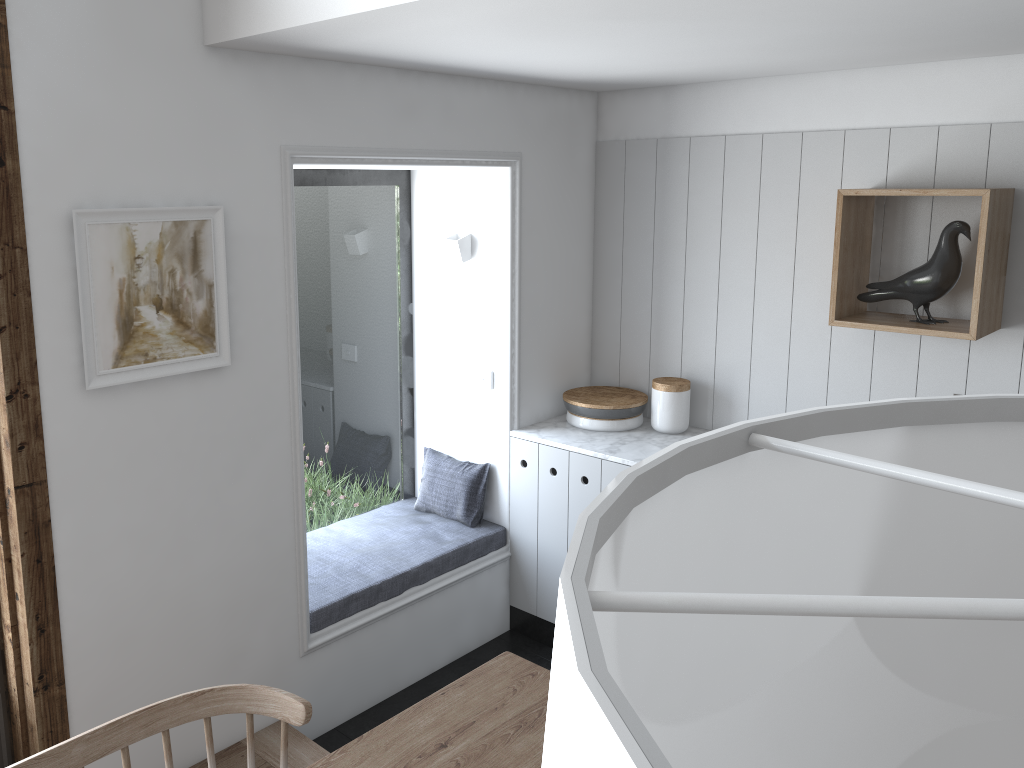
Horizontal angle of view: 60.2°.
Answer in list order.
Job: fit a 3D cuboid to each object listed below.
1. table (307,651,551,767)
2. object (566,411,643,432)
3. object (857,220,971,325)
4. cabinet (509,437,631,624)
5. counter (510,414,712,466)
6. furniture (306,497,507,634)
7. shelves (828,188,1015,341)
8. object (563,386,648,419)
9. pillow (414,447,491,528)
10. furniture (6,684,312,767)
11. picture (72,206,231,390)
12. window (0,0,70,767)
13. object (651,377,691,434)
[{"bbox_3d":[-0.320,1.193,0.968,0.966,0.743,1.997,10,16,41],"label":"table"},{"bbox_3d":[0.398,0.137,3.795,0.323,0.054,0.331,-2,13,-9],"label":"object"},{"bbox_3d":[1.322,-0.375,2.920,0.345,0.331,0.136,11,15,42],"label":"object"},{"bbox_3d":[2.325,1.040,1.655,6.317,0.741,0.010,11,15,41],"label":"cabinet"},{"bbox_3d":[2.510,0.615,1.793,6.321,0.020,0.567,11,17,41],"label":"counter"},{"bbox_3d":[-0.577,0.684,3.591,0.615,0.114,1.028,11,17,41],"label":"furniture"},{"bbox_3d":[2.526,-0.205,1.822,3.692,0.790,0.293,11,15,41],"label":"shelves"},{"bbox_3d":[0.398,0.080,3.785,0.360,0.065,0.362,0,13,2],"label":"object"},{"bbox_3d":[-0.257,0.460,3.876,0.415,0.291,0.177,10,15,41],"label":"pillow"},{"bbox_3d":[-0.785,1.110,1.214,0.561,0.803,1.330,10,15,41],"label":"furniture"},{"bbox_3d":[-0.988,-0.251,2.447,0.031,0.466,0.425,9,14,41],"label":"picture"},{"bbox_3d":[-3.025,0.582,0.412,0.166,2.236,5.285,9,15,41],"label":"window"},{"bbox_3d":[0.652,0.091,3.639,0.156,0.210,0.154,2,11,10],"label":"object"}]
